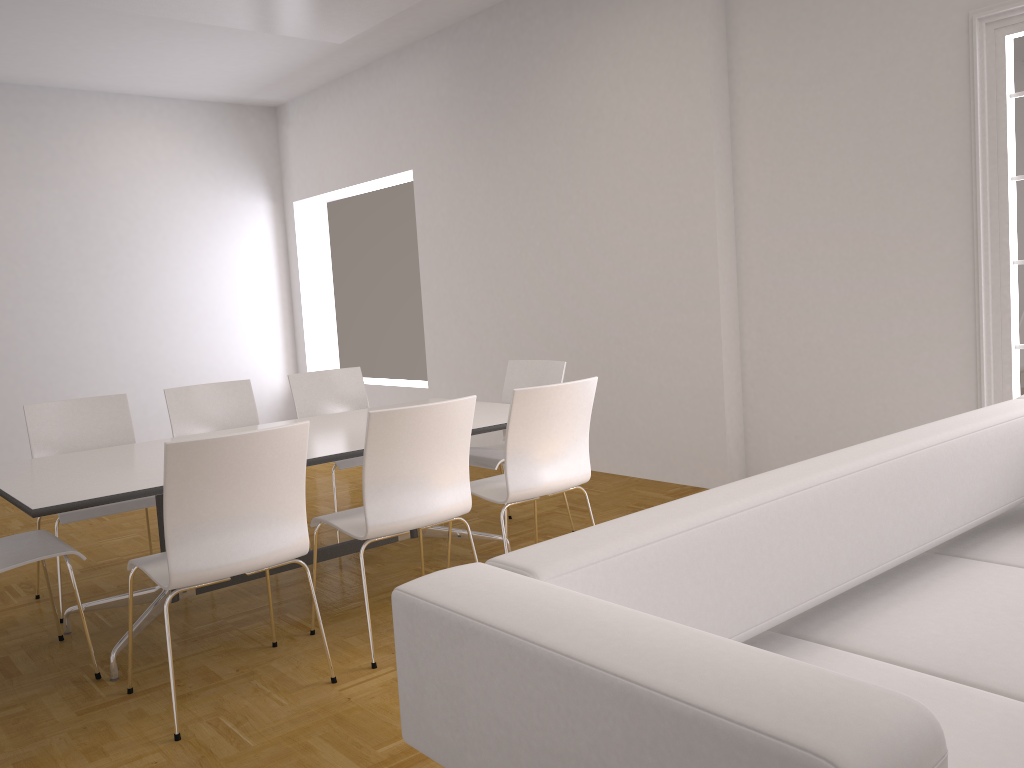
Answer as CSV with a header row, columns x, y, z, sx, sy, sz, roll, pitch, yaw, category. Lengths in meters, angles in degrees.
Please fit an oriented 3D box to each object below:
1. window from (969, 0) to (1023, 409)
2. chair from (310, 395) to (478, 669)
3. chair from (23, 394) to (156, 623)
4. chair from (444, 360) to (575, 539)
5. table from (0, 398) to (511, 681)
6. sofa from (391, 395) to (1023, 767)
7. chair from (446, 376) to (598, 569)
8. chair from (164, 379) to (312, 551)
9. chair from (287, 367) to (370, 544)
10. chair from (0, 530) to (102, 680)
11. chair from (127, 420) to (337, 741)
x,y,z,sx,sy,sz,roll,pitch,yaw,category
3.427,-0.506,3.170,0.196,2.524,3.351,-7,6,-39,window
-0.443,0.522,3.468,0.562,0.929,0.575,-8,6,-39,chair
-1.967,0.546,4.227,0.562,0.929,0.575,-8,6,-39,chair
-0.018,0.361,4.810,0.576,0.929,0.561,-8,6,-39,chair
-0.958,0.598,4.055,2.414,0.721,1.211,-8,7,-39,table
1.090,0.600,1.962,2.626,0.847,0.822,-8,7,-39,sofa
0.063,0.448,3.887,0.562,0.929,0.575,-8,6,-39,chair
-1.461,0.471,4.647,0.562,0.929,0.575,-8,6,-39,chair
-0.924,0.392,5.092,0.562,0.929,0.575,-8,6,-39,chair
-1.923,0.635,3.229,0.576,0.929,0.561,-8,6,-39,chair
-0.980,0.602,3.022,0.562,0.929,0.575,-8,6,-39,chair
